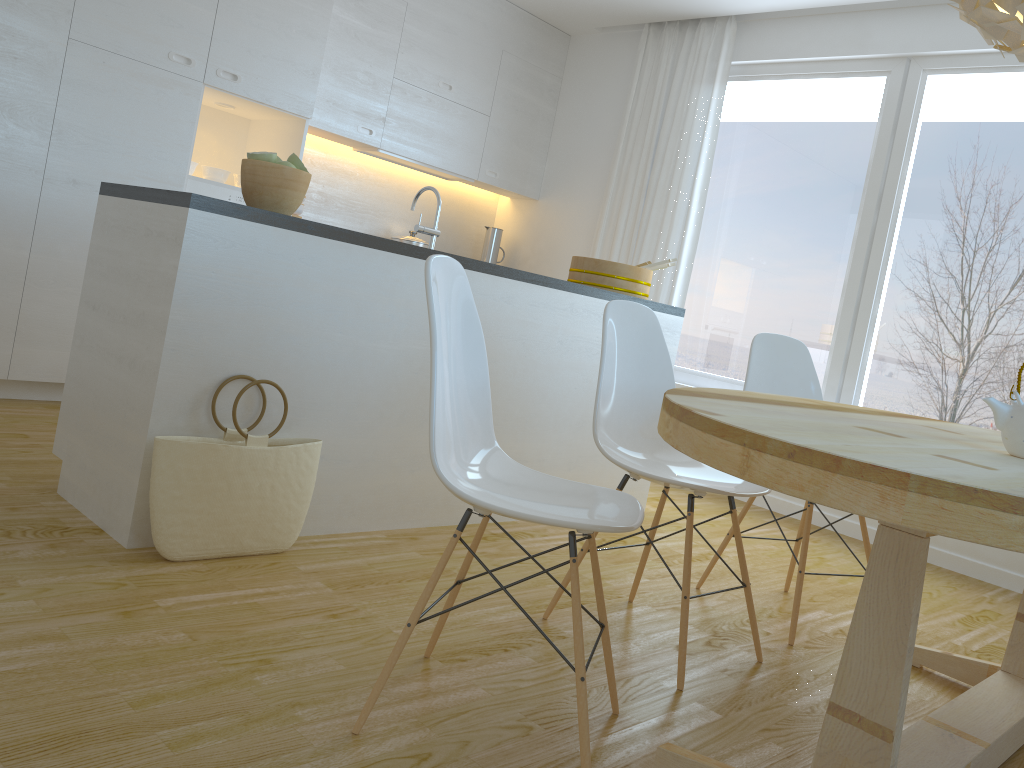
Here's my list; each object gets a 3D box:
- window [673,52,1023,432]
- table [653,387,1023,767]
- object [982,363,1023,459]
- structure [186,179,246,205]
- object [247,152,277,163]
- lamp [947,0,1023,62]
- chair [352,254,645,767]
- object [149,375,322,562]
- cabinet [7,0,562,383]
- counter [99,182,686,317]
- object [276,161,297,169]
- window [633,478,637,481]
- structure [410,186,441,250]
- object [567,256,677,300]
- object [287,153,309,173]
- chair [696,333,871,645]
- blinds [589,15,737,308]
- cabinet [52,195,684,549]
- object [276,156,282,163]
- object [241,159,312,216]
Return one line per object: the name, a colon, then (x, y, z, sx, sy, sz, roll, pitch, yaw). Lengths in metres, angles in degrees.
window: (1.895, -0.746, 4.629, 2.747, 1.913, 0.088, 15, 4, 43)
table: (1.039, 0.502, 1.951, 1.202, 0.723, 2.181, 15, 6, 41)
object: (1.043, 0.045, 1.746, 0.178, 0.211, 0.146, 14, 4, 42)
structure: (-1.385, -0.652, 4.363, 0.049, 0.595, 0.558, 13, 4, 43)
object: (-0.736, -0.657, 2.595, 0.083, 0.065, 0.086, 8, 5, -35)
lamp: (1.348, -1.246, 1.942, 0.651, 1.132, 0.636, 14, 4, 42)
chair: (0.023, 0.231, 1.769, 0.524, 0.899, 0.430, 12, 3, 13)
object: (-0.311, 0.328, 2.265, 1.195, 0.500, 0.470, 13, 4, 21)
cabinet: (-0.984, -1.091, 5.013, 0.484, 2.295, 3.187, 13, 4, 43)
counter: (-0.235, -0.461, 3.376, 0.605, 0.040, 2.390, 16, 7, 43)
object: (-0.673, -0.618, 2.629, 0.081, 0.085, 0.098, 12, 4, 8)
window: (1.206, -0.503, 1.247, 2.568, 2.048, 1.871, 15, 5, 43)
structure: (-0.319, -0.572, 3.004, 0.163, 0.215, 0.096, 14, 4, 43)
object: (0.478, -0.514, 4.056, 0.428, 0.213, 0.381, 10, 5, -19)
object: (-0.649, -0.664, 2.691, 0.073, 0.071, 0.078, 10, 4, -22)
chair: (0.975, 0.310, 2.911, 0.428, 0.899, 0.527, 10, 3, -27)
blinds: (0.841, -1.214, 5.406, 0.800, 2.155, 0.149, 13, 3, 43)
cabinet: (-0.327, 0.003, 3.391, 0.605, 0.907, 2.390, 14, 5, 43)
object: (-0.728, -0.649, 2.684, 0.101, 0.098, 0.087, 9, 4, -26)
object: (-0.715, -0.579, 2.646, 0.205, 0.141, 0.206, 11, 4, 4)
